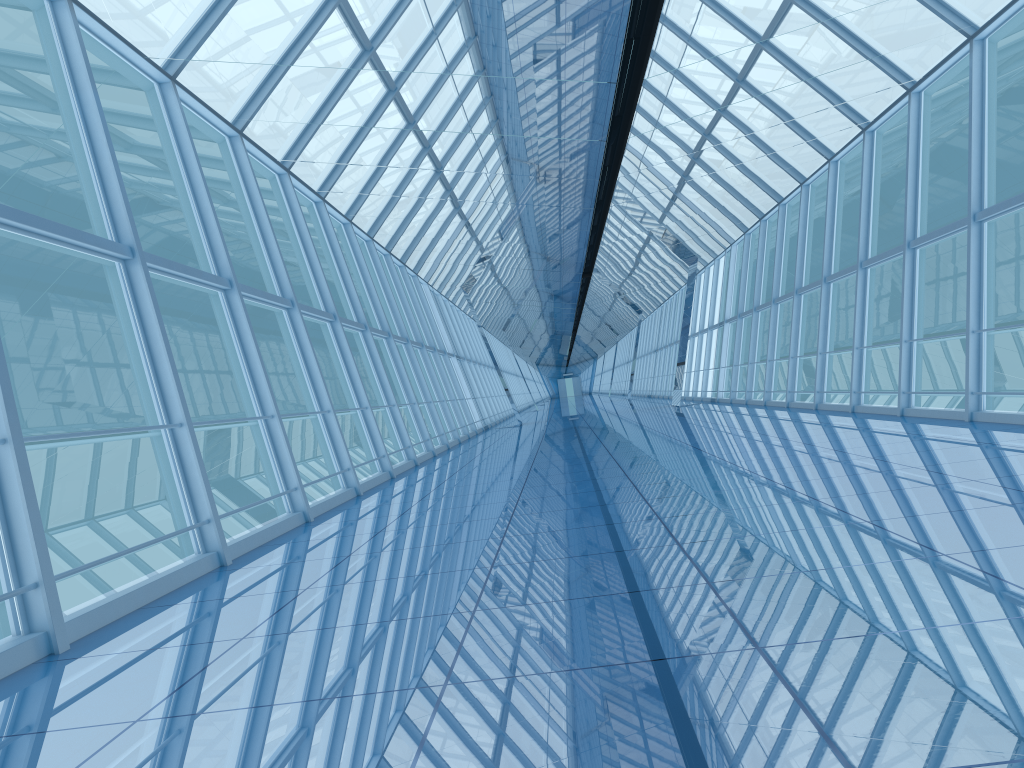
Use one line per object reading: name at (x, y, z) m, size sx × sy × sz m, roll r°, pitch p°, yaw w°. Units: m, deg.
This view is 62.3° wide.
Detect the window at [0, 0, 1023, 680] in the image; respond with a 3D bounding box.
window at (3.930, -1.226, 52.930) m, size 9.910 × 4.927 × 105.794 m, roll -7°, pitch -1°, yaw 3°
